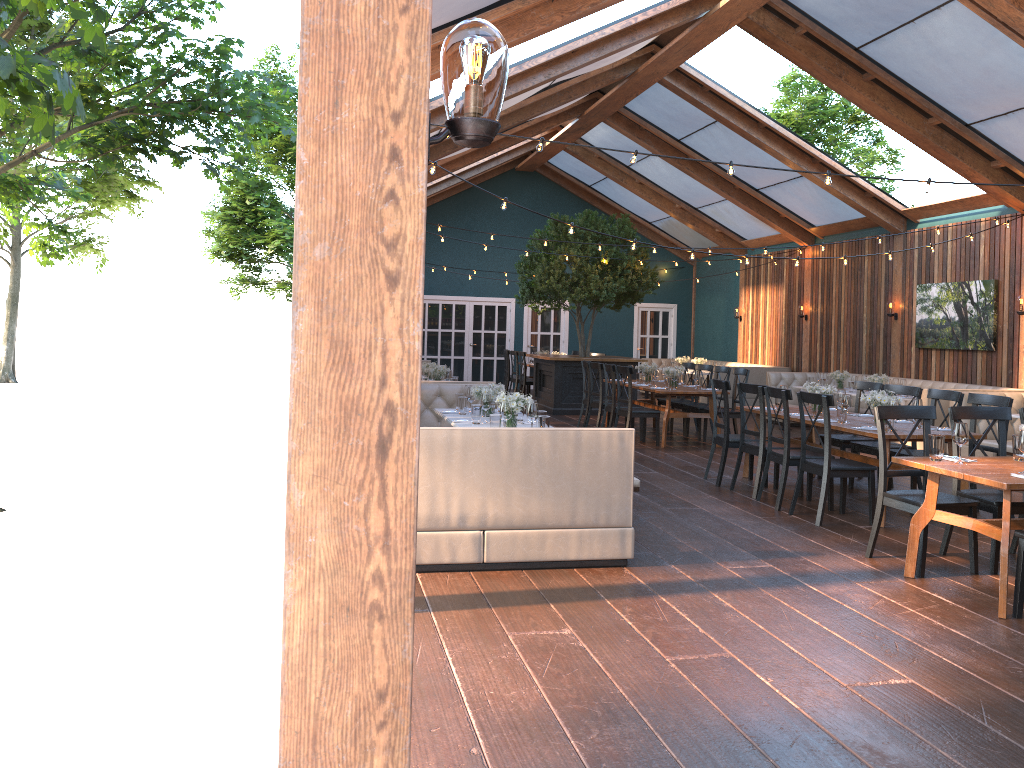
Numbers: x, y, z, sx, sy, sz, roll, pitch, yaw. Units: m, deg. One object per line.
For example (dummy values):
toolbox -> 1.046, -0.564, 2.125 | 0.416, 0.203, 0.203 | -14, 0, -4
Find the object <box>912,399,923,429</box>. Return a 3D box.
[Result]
object -> 3.366, 0.247, 7.352 | 0.092, 0.244, 0.092 | 2, 0, 30

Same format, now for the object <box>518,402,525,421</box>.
object -> 0.065, 0.239, 7.580 | 0.092, 0.158, 0.092 | 1, 1, -26

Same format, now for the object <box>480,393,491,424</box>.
object -> -0.218, 0.203, 7.330 | 0.092, 0.244, 0.092 | 2, 0, 30

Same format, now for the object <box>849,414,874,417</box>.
object -> 3.303, 0.294, 8.390 | 0.255, 0.019, 0.158 | 1, 4, -12

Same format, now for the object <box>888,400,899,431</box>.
object -> 3.078, 0.252, 7.145 | 0.092, 0.244, 0.092 | 2, 0, 30

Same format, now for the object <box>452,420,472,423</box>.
object -> -0.375, 0.308, 7.392 | 0.255, 0.019, 0.158 | 1, 4, -12

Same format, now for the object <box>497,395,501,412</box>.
object -> -0.103, 0.186, 8.363 | 0.092, 0.158, 0.092 | 1, 1, -26

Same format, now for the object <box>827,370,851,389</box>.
object -> 5.067, -0.071, 13.681 | 0.336, 0.309, 0.329 | 2, 2, 0

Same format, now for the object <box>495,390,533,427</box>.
object -> -0.003, 0.198, 6.987 | 0.329, 0.309, 0.337 | 0, 2, -38

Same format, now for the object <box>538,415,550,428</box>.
object -> 0.232, 0.313, 6.456 | 0.092, 0.158, 0.092 | 1, 1, -26

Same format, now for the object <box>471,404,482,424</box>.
object -> -0.291, 0.249, 7.247 | 0.092, 0.158, 0.092 | 1, 1, -26

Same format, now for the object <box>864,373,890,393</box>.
object -> 5.270, -0.007, 12.743 | 0.336, 0.309, 0.329 | 2, 2, 4

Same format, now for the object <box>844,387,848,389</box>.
object -> 5.259, 0.061, 13.980 | 0.255, 0.019, 0.158 | 1, 4, -12

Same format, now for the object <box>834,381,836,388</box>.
object -> 5.179, -0.020, 14.126 | 0.092, 0.158, 0.092 | 1, 1, -26

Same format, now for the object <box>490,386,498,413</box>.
object -> -0.174, 0.146, 8.281 | 0.092, 0.244, 0.092 | 2, 0, 36

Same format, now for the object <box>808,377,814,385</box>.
object -> 4.788, -0.033, 14.162 | 0.092, 0.158, 0.092 | 1, 1, -26

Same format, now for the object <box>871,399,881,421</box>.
object -> 3.265, 0.208, 7.940 | 0.092, 0.244, 0.092 | 2, 0, 30

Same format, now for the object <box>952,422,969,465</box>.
object -> 2.687, 0.355, 5.302 | 0.092, 0.244, 0.092 | 2, 0, 30

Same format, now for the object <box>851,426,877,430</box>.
object -> 2.912, 0.356, 7.201 | 0.255, 0.019, 0.158 | 1, 4, -12

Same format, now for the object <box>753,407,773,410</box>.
object -> 2.548, 0.242, 8.872 | 0.255, 0.019, 0.158 | 1, 4, -12

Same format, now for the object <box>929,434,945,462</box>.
object -> 2.587, 0.389, 5.391 | 0.092, 0.158, 0.092 | 2, 1, 14

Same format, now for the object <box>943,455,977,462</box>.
object -> 2.748, 0.460, 5.453 | 0.157, 0.019, 0.255 | 1, 4, -12

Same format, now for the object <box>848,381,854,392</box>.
object -> 4.991, 0.044, 13.011 | 0.092, 0.158, 0.092 | 1, 1, -26

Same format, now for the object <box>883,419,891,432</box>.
object -> 2.982, 0.297, 7.062 | 0.092, 0.158, 0.092 | 2, 1, 14

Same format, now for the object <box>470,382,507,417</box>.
object -> -0.223, 0.135, 7.914 | 0.329, 0.309, 0.336 | 2, 2, 10

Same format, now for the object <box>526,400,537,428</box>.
object -> 0.152, 0.249, 6.764 | 0.092, 0.244, 0.092 | 2, 0, 30

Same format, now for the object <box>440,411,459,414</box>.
object -> -0.529, 0.256, 8.150 | 0.255, 0.019, 0.158 | 1, 4, -12

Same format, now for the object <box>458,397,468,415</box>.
object -> -0.446, 0.198, 8.005 | 0.092, 0.158, 0.092 | 1, 1, -26

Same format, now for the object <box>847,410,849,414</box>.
object -> 3.208, 0.212, 8.538 | 0.092, 0.158, 0.092 | 2, 1, 14

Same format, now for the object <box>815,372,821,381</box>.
object -> 4.872, -0.069, 14.090 | 0.092, 0.244, 0.092 | 2, 0, 36

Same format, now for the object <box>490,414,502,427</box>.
object -> -0.121, 0.302, 6.469 | 0.092, 0.158, 0.092 | 1, 1, -26

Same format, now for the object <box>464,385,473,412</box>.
object -> -0.411, 0.136, 8.326 | 0.092, 0.244, 0.092 | 2, 0, 36

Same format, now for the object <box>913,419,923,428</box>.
object -> 3.418, 0.286, 7.447 | 0.092, 0.158, 0.092 | 2, 1, 14

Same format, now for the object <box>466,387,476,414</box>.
object -> -0.372, 0.152, 8.087 | 0.092, 0.244, 0.092 | 2, 0, 36

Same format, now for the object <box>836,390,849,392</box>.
object -> 4.908, 0.102, 13.155 | 0.255, 0.019, 0.158 | 1, 4, -12

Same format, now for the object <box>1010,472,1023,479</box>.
object -> 2.832, 0.502, 4.811 | 0.157, 0.019, 0.255 | 1, 4, -12

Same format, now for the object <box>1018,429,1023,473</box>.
object -> 2.893, 0.381, 4.969 | 0.092, 0.244, 0.092 | 2, 0, 30

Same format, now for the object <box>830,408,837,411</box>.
object -> 3.197, 0.254, 8.977 | 0.255, 0.019, 0.158 | 1, 4, -12

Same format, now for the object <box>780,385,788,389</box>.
object -> 2.703, 0.138, 8.817 | 0.092, 0.244, 0.092 | 2, 0, 36

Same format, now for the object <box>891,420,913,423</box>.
object -> 3.429, 0.329, 7.879 | 0.255, 0.019, 0.158 | 1, 4, -12

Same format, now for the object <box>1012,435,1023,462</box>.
object -> 3.161, 0.399, 5.505 | 0.092, 0.158, 0.092 | 2, 1, 14

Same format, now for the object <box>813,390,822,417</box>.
object -> 2.842, 0.180, 8.228 | 0.092, 0.244, 0.092 | 2, 0, 30

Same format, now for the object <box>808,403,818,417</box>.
object -> 2.769, 0.226, 8.145 | 0.092, 0.158, 0.092 | 2, 1, 14

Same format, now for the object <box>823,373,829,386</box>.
object -> 4.910, -0.054, 13.851 | 0.092, 0.244, 0.092 | 2, 0, 36

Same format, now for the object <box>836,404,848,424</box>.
object -> 2.841, 0.258, 7.625 | 0.092, 0.158, 0.092 | 2, 1, 14

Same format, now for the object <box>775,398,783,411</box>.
object -> 2.633, 0.185, 8.717 | 0.092, 0.158, 0.092 | 2, 1, 34

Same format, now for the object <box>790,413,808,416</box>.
object -> 2.685, 0.284, 8.290 | 0.255, 0.019, 0.158 | 1, 4, -12

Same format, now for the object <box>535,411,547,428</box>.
object -> 0.223, 0.289, 6.846 | 0.092, 0.158, 0.092 | 1, 1, -26

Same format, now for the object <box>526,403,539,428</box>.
object -> 0.151, 0.264, 6.529 | 0.092, 0.244, 0.092 | 2, 0, 30

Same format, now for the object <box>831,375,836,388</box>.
object -> 5.109, -0.060, 14.044 | 0.092, 0.244, 0.092 | 2, 0, 36

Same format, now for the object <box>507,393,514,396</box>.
object -> -0.006, 0.199, 7.498 | 0.092, 0.244, 0.092 | 2, 0, 30

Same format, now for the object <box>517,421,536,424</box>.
object -> 0.145, 0.320, 7.434 | 0.255, 0.019, 0.158 | 1, 4, -12

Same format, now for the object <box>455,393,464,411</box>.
object -> -0.494, 0.172, 8.398 | 0.092, 0.158, 0.092 | 1, 1, -26

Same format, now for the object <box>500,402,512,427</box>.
object -> -0.047, 0.257, 6.551 | 0.092, 0.244, 0.092 | 2, 0, 30

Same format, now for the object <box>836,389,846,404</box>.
object -> 3.140, 0.173, 8.439 | 0.092, 0.244, 0.092 | 2, 0, 30

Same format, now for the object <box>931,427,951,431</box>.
object -> 3.518, 0.368, 7.292 | 0.255, 0.019, 0.158 | 1, 4, -12

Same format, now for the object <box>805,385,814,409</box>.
object -> 3.037, 0.135, 9.019 | 0.092, 0.244, 0.092 | 2, 0, 36

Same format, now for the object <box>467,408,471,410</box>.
object -> -0.351, 0.241, 8.479 | 0.157, 0.019, 0.255 | 1, 4, -12

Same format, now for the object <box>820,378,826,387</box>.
object -> 4.836, -0.008, 13.768 | 0.092, 0.158, 0.092 | 1, 1, -26
